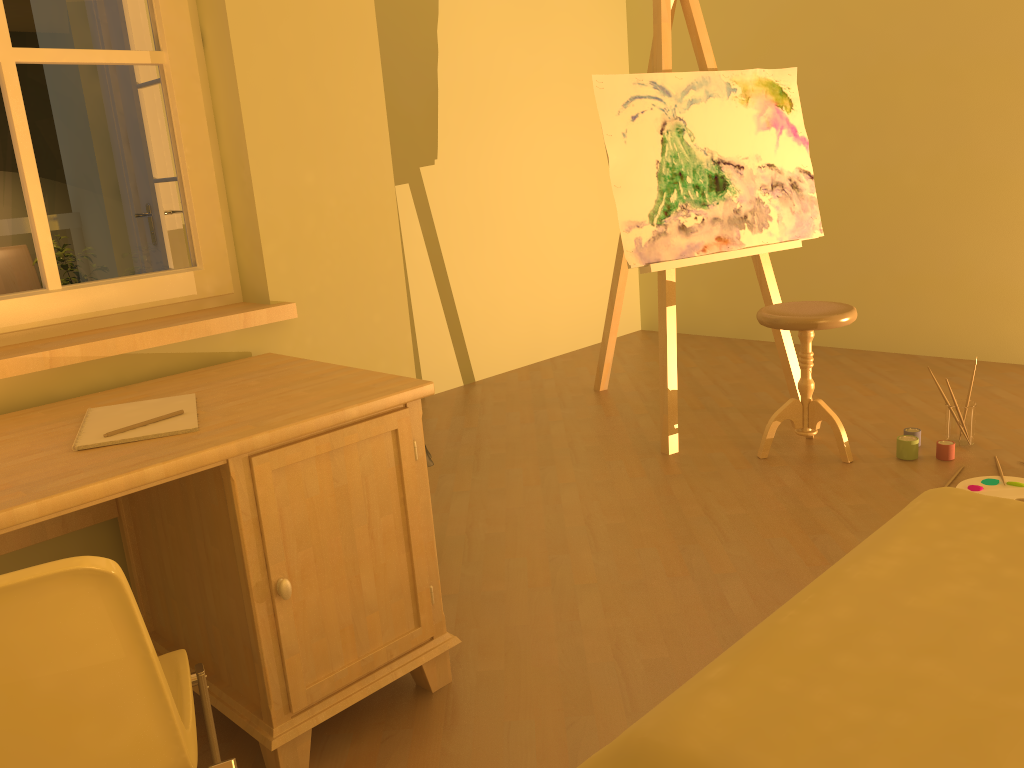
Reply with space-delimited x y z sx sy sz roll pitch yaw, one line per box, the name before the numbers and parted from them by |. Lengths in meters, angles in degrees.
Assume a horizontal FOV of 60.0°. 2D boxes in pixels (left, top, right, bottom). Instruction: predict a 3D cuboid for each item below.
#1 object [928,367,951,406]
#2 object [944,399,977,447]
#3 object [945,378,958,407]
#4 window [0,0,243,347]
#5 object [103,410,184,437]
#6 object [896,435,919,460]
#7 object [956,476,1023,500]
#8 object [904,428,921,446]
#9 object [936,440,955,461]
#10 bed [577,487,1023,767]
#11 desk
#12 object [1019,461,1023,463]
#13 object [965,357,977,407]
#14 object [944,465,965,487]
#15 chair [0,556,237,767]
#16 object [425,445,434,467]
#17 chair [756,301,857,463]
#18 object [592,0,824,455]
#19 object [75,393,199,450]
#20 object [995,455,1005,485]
object | 1.625 0.080 3.300 0.159 0.286 0.010 7 18 39
object | 1.664 0.147 3.295 0.106 0.157 0.106 0 15 17
object | 1.635 0.094 3.253 0.172 0.278 0.010 -13 17 -31
window | -1.322 -0.667 1.822 0.142 1.263 1.486 9 20 44
object | -0.701 0.075 1.694 0.008 0.009 0.166 6 18 36
object | 1.431 0.230 3.209 0.073 0.073 0.073 -16 18 -38
object | 1.564 0.353 2.806 0.288 0.014 0.366 0 15 17
object | 1.503 0.201 3.332 0.060 0.060 0.060 3 16 30
object | 1.550 0.238 3.172 0.060 0.060 0.060 2 16 27
bed | 1.315 0.434 0.772 2.378 0.894 1.286 9 20 44
desk | -0.862 0.463 1.736 0.684 0.720 1.396 9 20 44
object | 1.828 0.298 2.943 0.010 0.010 0.325 -11 15 -23
object | 1.697 0.058 3.300 0.069 0.319 0.010 -9 15 -17
object | 1.473 0.321 2.971 0.010 0.010 0.325 7 18 39
chair | -0.641 0.556 1.161 0.531 0.785 0.546 -11 15 -23
object | -0.338 0.320 2.504 0.248 0.535 0.255 -7 14 -9
chair | 1.096 -0.007 3.290 0.348 0.551 0.364 -14 17 -32
object | 0.633 -0.697 3.662 1.132 1.896 0.972 3 16 27
object | -0.735 0.070 1.757 0.210 0.010 0.300 -10 15 -18
object | 1.659 0.291 3.016 0.010 0.015 0.325 1 15 23
